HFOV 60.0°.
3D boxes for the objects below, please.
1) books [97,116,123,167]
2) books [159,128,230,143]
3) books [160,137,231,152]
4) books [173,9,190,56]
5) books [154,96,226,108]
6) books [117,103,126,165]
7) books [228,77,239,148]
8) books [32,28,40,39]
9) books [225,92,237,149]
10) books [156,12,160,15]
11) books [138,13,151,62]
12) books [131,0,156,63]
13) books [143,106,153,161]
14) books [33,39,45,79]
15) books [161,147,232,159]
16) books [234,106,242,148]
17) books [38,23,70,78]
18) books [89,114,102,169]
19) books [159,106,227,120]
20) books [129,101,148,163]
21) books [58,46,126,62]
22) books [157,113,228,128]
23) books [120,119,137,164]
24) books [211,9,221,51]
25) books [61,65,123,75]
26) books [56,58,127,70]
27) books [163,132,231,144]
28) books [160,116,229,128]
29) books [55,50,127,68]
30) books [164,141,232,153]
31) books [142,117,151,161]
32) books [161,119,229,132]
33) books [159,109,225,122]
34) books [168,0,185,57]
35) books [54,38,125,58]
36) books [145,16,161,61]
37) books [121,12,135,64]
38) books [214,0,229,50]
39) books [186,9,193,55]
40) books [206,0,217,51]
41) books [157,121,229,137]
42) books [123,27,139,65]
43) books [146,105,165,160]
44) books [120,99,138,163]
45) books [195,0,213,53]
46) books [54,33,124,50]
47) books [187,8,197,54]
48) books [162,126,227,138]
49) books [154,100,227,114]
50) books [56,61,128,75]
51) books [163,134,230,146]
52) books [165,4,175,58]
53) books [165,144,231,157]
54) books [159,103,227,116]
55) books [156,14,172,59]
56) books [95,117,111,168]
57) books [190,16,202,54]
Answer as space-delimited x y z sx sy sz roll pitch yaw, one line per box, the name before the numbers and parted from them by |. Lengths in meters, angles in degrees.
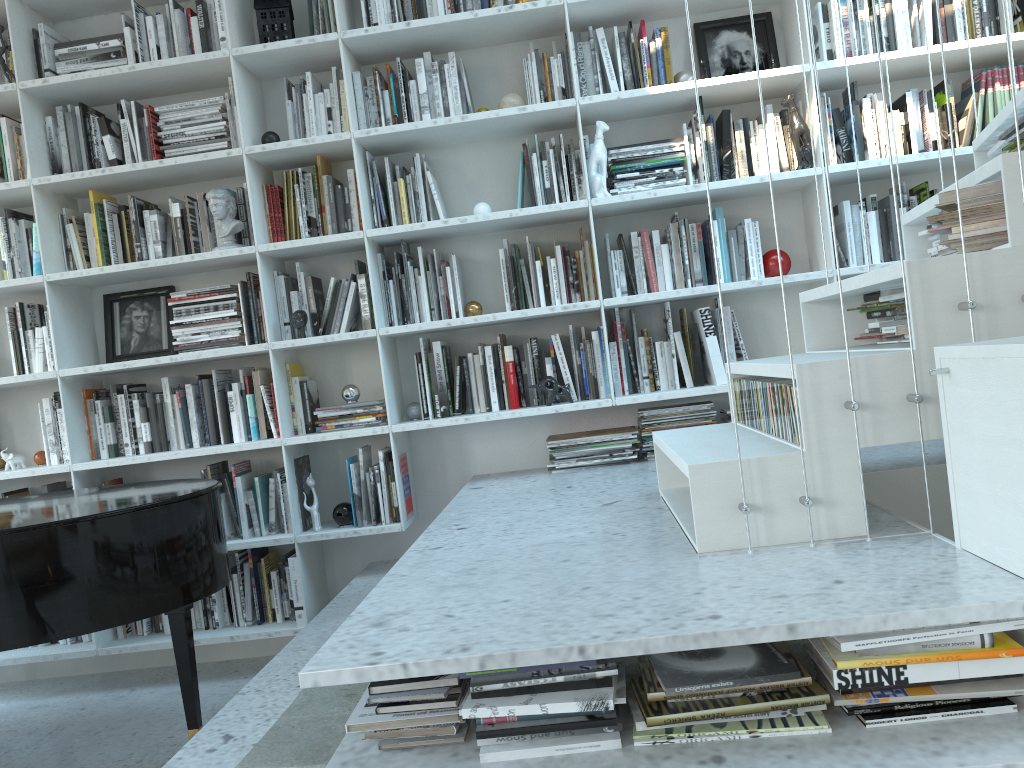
books | -1.580 -0.938 3.561 0.066 0.237 0.153 -7 2 4
books | -1.239 -0.977 3.549 0.285 0.012 0.159 -7 1 5
books | -1.235 -0.941 3.545 0.285 0.012 0.159 -7 1 1
books | -1.274 -1.338 3.517 0.023 0.223 0.190 -7 1 4
books | -1.255 -1.099 3.543 0.285 0.012 0.159 -7 1 6
books | -1.538 -0.968 3.569 0.022 0.285 0.130 -7 2 4
books | -1.078 -1.041 3.534 0.012 0.319 0.139 -7 2 4
books | -1.869 -1.280 3.584 0.012 0.254 0.161 -7 2 4
books | -1.087 -1.007 3.520 0.012 0.254 0.161 -7 2 4
books | -1.371 -1.337 3.543 0.012 0.244 0.131 -7 2 4
books | -1.424 -1.327 3.537 0.021 0.237 0.171 -7 1 4
books | -1.444 -1.347 3.522 0.011 0.284 0.190 -7 2 4
books | -1.410 -0.963 3.549 0.015 0.245 0.183 -7 1 4
books | -1.848 -1.256 3.563 0.027 0.201 0.167 -7 1 4
books | -1.230 -0.905 3.551 0.285 0.012 0.159 -7 1 5
books | -1.050 -0.984 3.531 0.029 0.198 0.171 -7 1 4
books | -1.815 -1.284 3.552 0.021 0.249 0.191 -7 1 4
books | -1.631 -0.938 3.569 0.014 0.250 0.172 -7 1 4
books | -1.251 -1.063 3.544 0.254 0.012 0.161 -7 1 6
books | -1.453 -0.969 3.545 0.021 0.269 0.191 -7 1 4
books | -1.653 -1.301 3.559 0.254 0.025 0.161 -7 1 0
books | -1.247 -1.037 3.547 0.285 0.012 0.159 -7 1 3
books | -1.511 -0.936 3.562 0.024 0.216 0.147 -7 1 4
books | -1.125 -1.346 3.509 0.029 0.202 0.191 -7 1 4
books | -1.646 -1.235 3.563 0.254 0.012 0.161 -7 1 1
books | -1.649 -1.259 3.565 0.285 0.012 0.159 -7 1 2
books | -1.238 -0.966 3.547 0.254 0.012 0.161 -7 1 2
books | -1.246 -1.025 3.545 0.254 0.012 0.161 -7 1 6
books | -1.651 -1.276 3.557 0.285 0.024 0.159 -7 1 9
books | -1.233 -0.929 3.550 0.254 0.012 0.161 -7 1 3
books | -1.426 -0.946 3.560 0.024 0.216 0.132 -7 2 4
books | -1.244 -1.013 3.543 0.254 0.012 0.161 -7 1 1
books | -1.249 -1.049 3.538 0.254 0.012 0.160 -7 1 9
books | -1.299 -1.358 3.527 0.023 0.269 0.184 -7 1 4
books | -1.656 -1.325 3.563 0.285 0.024 0.159 -7 1 6
books | -1.389 -1.321 3.533 0.027 0.216 0.190 -7 1 4
books | -1.501 -1.326 3.543 0.012 0.254 0.161 -7 2 4
books | -1.077 -1.369 3.449 0.037 0.237 0.272 -7 1 4
books | -1.246 -1.345 3.527 0.010 0.230 0.152 -7 2 4
books | -1.157 -1.372 3.524 0.029 0.261 0.133 -7 2 4
books | -1.243 -1.001 3.543 0.285 0.012 0.159 -7 1 7
books | -1.479 -1.295 3.538 0.025 0.187 0.193 -7 1 4
books | -1.397 -0.965 3.536 0.013 0.247 0.176 -7 1 4
books | -1.488 -0.976 3.562 0.049 0.291 0.162 -7 2 4
books | -1.187 -1.361 3.511 0.032 0.248 0.173 -7 1 4
books | -1.659 -1.350 3.567 0.285 0.024 0.159 -7 1 4
books | -1.235 -1.347 3.520 0.012 0.230 0.158 -7 1 4
books | -1.241 -0.989 3.548 0.254 0.012 0.161 -7 1 5
books | -1.254 -1.087 3.536 0.285 0.012 0.159 -7 1 -1
books | -1.648 -1.247 3.563 0.285 0.012 0.159 -7 1 1
books | -1.236 -0.953 3.547 0.254 0.012 0.161 -7 1 6
books | -1.323 -1.358 3.549 0.029 0.273 0.140 -7 2 4
books | -1.232 -0.917 3.552 0.254 0.012 0.161 -7 1 4
books | -1.252 -1.075 3.548 0.254 0.012 0.161 -7 1 4
books | -1.350 -1.327 3.532 0.028 0.219 0.183 -7 1 4
books | -1.618 -0.934 3.570 0.011 0.239 0.147 -7 2 4
books | -1.213 -1.328 3.515 0.029 0.188 0.176 -7 1 4
